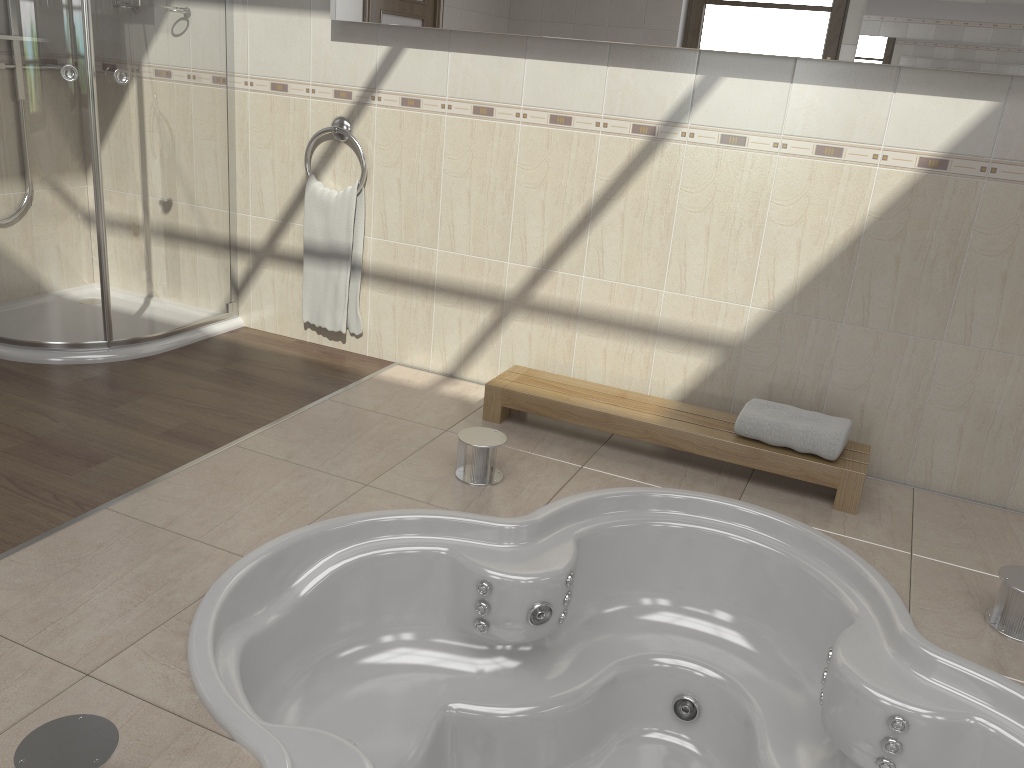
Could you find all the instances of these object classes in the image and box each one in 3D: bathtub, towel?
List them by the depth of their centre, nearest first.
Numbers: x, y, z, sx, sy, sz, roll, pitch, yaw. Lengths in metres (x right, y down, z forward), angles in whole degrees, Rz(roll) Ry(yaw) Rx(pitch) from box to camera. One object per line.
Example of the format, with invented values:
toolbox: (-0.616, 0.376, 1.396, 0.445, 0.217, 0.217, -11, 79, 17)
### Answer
bathtub: (0.246, 0.947, 1.936, 1.754, 0.674, 1.751, -3, 21, -21)
towel: (0.905, 0.139, 2.857, 0.331, 0.099, 0.233, 15, 22, 25)
towel: (-0.726, -0.521, 3.607, 0.280, 0.635, 0.083, 13, 21, 21)

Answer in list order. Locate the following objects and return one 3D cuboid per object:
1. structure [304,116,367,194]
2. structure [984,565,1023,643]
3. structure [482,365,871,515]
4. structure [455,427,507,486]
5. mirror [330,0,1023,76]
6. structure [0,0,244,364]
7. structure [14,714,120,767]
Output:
structure: (-0.690, -0.887, 3.499, 0.291, 0.332, 0.051, 13, 21, 21)
structure: (1.267, 0.544, 2.192, 0.150, 0.131, 0.150, 17, 23, 30)
structure: (0.534, 0.165, 3.041, 1.280, 0.140, 0.260, 13, 21, 21)
structure: (-0.096, 0.222, 2.729, 0.150, 0.131, 0.150, 9, 20, 11)
mirror: (0.990, -1.243, 2.536, 3.600, 0.600, 0.005, 13, 21, 21)
structure: (-1.706, -1.128, 3.411, 0.900, 1.917, 0.900, 13, 21, 21)
structure: (-0.707, 0.634, 1.423, 0.150, 0.131, 0.150, 1, 20, -12)
